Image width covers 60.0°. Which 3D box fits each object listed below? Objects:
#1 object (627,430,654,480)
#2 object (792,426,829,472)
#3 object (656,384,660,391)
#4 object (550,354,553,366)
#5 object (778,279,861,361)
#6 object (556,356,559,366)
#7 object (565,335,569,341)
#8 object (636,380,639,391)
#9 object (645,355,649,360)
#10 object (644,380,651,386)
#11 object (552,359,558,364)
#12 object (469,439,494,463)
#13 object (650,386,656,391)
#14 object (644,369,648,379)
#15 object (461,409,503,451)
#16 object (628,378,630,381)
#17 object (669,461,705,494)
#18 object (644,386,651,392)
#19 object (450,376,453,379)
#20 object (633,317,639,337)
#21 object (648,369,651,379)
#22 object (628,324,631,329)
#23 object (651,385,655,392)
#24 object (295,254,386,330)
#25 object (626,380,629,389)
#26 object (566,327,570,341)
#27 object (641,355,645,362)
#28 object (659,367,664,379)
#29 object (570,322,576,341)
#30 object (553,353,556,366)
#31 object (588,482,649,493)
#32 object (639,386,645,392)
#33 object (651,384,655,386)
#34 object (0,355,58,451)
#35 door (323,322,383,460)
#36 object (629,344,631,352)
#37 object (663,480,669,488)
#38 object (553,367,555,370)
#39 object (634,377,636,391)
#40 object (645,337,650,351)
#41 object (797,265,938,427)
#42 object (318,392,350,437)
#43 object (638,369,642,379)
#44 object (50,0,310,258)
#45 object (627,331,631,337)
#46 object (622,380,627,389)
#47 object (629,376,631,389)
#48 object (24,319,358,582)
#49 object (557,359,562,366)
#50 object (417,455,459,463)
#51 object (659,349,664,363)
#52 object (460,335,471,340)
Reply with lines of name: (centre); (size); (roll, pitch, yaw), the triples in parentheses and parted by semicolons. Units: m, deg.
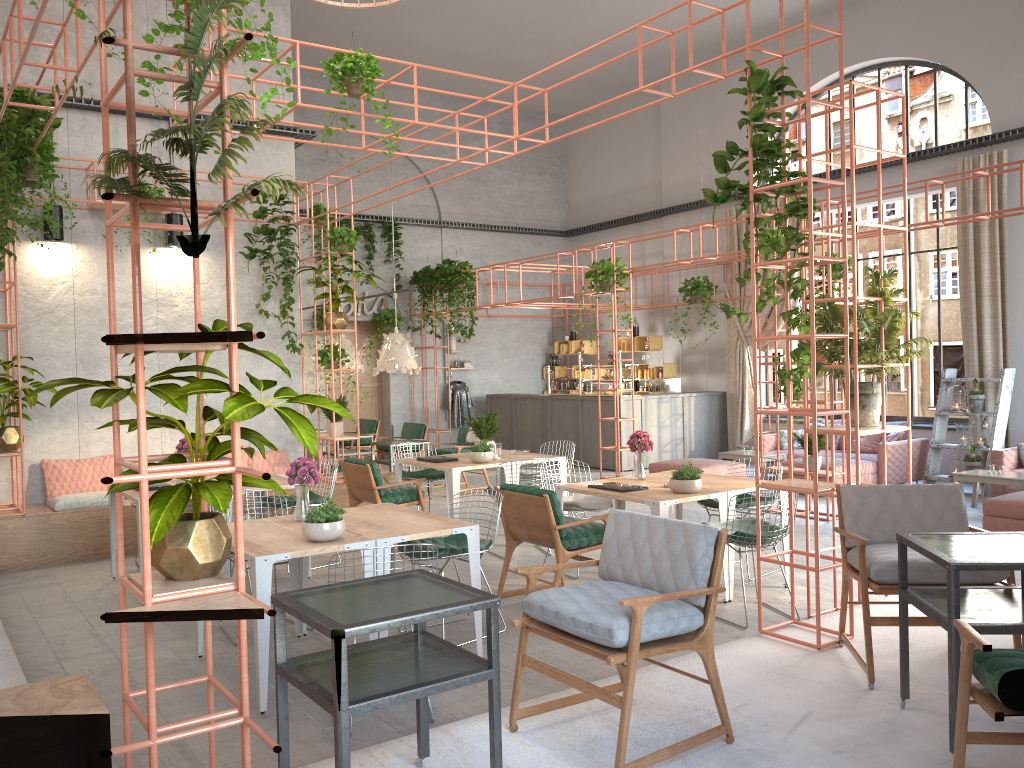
object: (1.068, 0.589, 7.375); (0.213, 0.414, 0.225); (-3, 2, -42)
object: (3.413, 0.732, 10.075); (0.438, 0.527, 0.368); (-2, 1, -35)
object: (2.753, 0.072, 16.720); (0.073, 0.131, 0.073); (-3, 2, -42)
object: (0.844, -0.531, 19.089); (0.066, 0.291, 0.066); (-1, 1, 25)
object: (3.484, -0.736, 10.012); (0.923, 0.946, 0.924); (-1, 1, 21)
object: (0.975, -0.536, 19.177); (0.066, 0.291, 0.066); (-1, 1, 5)
object: (1.155, -0.968, 18.604); (0.088, 0.123, 0.088); (-1, 1, 22)
object: (2.422, -0.007, 17.139); (0.074, 0.287, 0.072); (-2, 1, -3)
object: (2.538, -0.460, 16.669); (0.083, 0.159, 0.083); (-1, 1, 10)
object: (2.561, -0.016, 16.753); (0.115, 0.107, 0.115); (-1, 1, 22)
object: (0.918, -0.460, 19.011); (0.115, 0.147, 0.115); (-1, 1, 10)
object: (-0.307, 0.666, 8.888); (0.248, 0.247, 0.254); (-2, 1, -35)
object: (2.647, 0.086, 16.737); (0.115, 0.107, 0.115); (-2, 1, -29)
object: (2.519, -0.193, 16.656); (0.069, 0.191, 0.069); (-1, 1, 1)
object: (-0.293, 0.514, 9.328); (0.438, 0.527, 0.368); (-2, 1, -35)
object: (2.242, 0.016, 17.224); (0.072, 0.248, 0.094); (-2, 1, -35)
object: (1.291, 0.696, 6.610); (0.247, 0.247, 0.252); (-2, 1, -35)
object: (2.545, 0.090, 16.666); (0.115, 0.107, 0.115); (-1, 1, 22)
object: (-1.243, -0.136, 17.981); (0.093, 0.121, 0.049); (-2, 1, -32)
object: (2.378, -1.100, 17.078); (0.134, 0.386, 0.134); (0, 2, 44)
object: (2.571, -0.193, 16.581); (0.069, 0.191, 0.069); (-2, 1, -18)
object: (2.300, -1.060, 17.256); (0.134, 0.301, 0.134); (0, 2, 44)
object: (2.638, 0.077, 16.634); (0.073, 0.131, 0.073); (-3, 2, -42)
object: (-2.009, -1.106, 10.437); (0.934, 0.947, 0.903); (-1, 1, 17)
object: (2.235, 0.019, 17.099); (0.082, 0.246, 0.082); (-2, 1, -2)
object: (1.208, -1.064, 18.835); (0.134, 0.301, 0.134); (0, 2, 44)
object: (2.486, -0.460, 16.744); (0.083, 0.159, 0.083); (-1, 1, 10)
object: (2.781, -0.202, 16.352); (0.131, 0.207, 0.131); (-1, 1, 10)
object: (1.286, -1.104, 18.657); (0.134, 0.386, 0.134); (-2, 1, -1)
object: (0.907, -0.533, 19.133); (0.066, 0.291, 0.066); (-2, 1, -28)
object: (0.825, 0.809, 6.913); (0.268, 0.031, 0.427); (-2, 1, -35)
object: (2.471, 0.090, 16.773); (0.115, 0.107, 0.115); (-2, 1, -38)
object: (2.678, 0.072, 16.829); (0.073, 0.131, 0.073); (-1, 1, 27)
object: (-4.863, 0.182, 8.500); (0.934, 0.919, 0.903); (-1, 1, 27)
door: (-3.311, 0.148, 17.478); (1.360, 2.729, 0.551); (-2, 1, -35)
object: (2.306, -0.694, 17.022); (0.123, 0.142, 0.141); (-2, 1, -35)
object: (1.237, 0.775, 6.901); (0.115, 0.073, 0.115); (-2, 2, -40)
object: (0.915, -0.233, 19.001); (0.072, 0.248, 0.094); (-2, 1, -35)
object: (2.357, -0.001, 17.090); (0.065, 0.280, 0.065); (-1, 1, 9)
object: (2.572, -0.754, 16.744); (0.137, 0.261, 0.137); (-1, 1, 1)
object: (2.435, -0.255, 6.153); (0.894, 1.100, 0.900); (-2, 1, -6)
object: (-2.103, 0.364, 10.476); (0.438, 0.527, 0.368); (-2, 1, -35)
object: (2.426, -0.193, 16.790); (0.069, 0.191, 0.069); (-2, 1, -23)
object: (-1.010, -0.709, 2.660); (0.894, 1.101, 0.900); (-1, 1, 19)
object: (2.247, -0.964, 17.025); (0.088, 0.123, 0.088); (-1, 1, 22)
object: (2.181, 0.018, 17.185); (0.072, 0.248, 0.094); (-2, 1, -35)
object: (2.286, -0.003, 17.034); (0.066, 0.291, 0.066); (-1, 2, 40)
object: (-1.075, 0.220, 3.114); (0.934, 0.923, 0.903); (-1, 1, 22)
object: (1.026, -0.464, 19.085); (0.115, 0.147, 0.115); (-1, 1, 10)
object: (-0.774, 0.779, 9.192); (0.268, 0.031, 0.427); (-2, 1, -35)
object: (2.788, -0.520, 16.522); (0.075, 0.273, 0.075); (0, 2, 44)
object: (-0.951, -0.950, 18.127); (0.263, 0.101, 0.013); (-2, 1, -35)
